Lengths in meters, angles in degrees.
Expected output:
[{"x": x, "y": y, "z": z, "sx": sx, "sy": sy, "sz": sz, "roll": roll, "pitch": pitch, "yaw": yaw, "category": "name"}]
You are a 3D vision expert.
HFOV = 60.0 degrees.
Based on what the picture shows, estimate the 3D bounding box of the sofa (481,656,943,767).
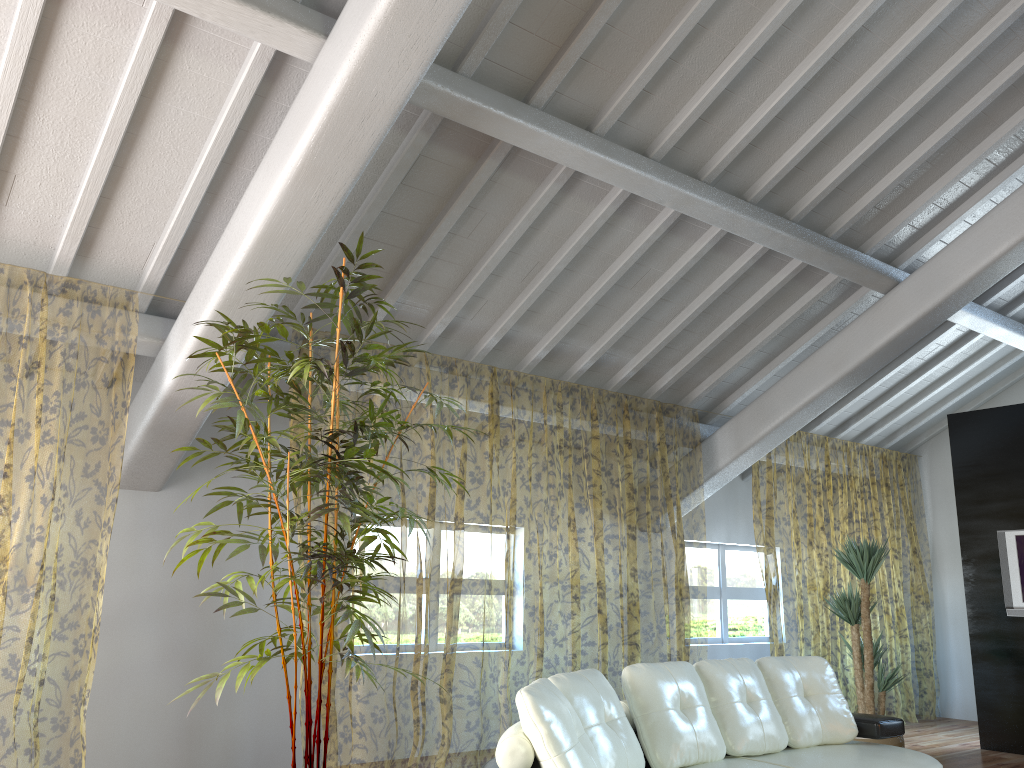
[{"x": 0.826, "y": 1.541, "z": 3.493, "sx": 1.359, "sy": 0.805, "sz": 3.047, "roll": -7, "pitch": -16, "yaw": 31, "category": "sofa"}]

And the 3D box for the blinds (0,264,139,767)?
[{"x": -3.291, "y": 0.503, "z": 3.227, "sx": 3.505, "sy": 2.546, "sz": 0.306, "roll": 11, "pitch": -17, "yaw": -36, "category": "blinds"}]

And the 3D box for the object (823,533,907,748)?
[{"x": 2.513, "y": 1.875, "z": 6.357, "sx": 0.564, "sy": 1.586, "sz": 0.588, "roll": 2, "pitch": -14, "yaw": -4, "category": "object"}]

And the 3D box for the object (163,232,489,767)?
[{"x": -0.767, "y": 0.690, "z": 3.675, "sx": 1.399, "sy": 2.473, "sz": 1.177, "roll": 4, "pitch": -14, "yaw": -12, "category": "object"}]

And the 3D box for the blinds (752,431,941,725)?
[{"x": 3.068, "y": 1.767, "z": 8.043, "sx": 2.780, "sy": 2.546, "sz": 0.306, "roll": 11, "pitch": -17, "yaw": -36, "category": "blinds"}]

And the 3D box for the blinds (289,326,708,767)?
[{"x": 0.101, "y": 1.177, "z": 5.794, "sx": 3.505, "sy": 2.546, "sz": 0.306, "roll": 11, "pitch": -17, "yaw": -36, "category": "blinds"}]

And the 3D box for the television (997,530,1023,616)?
[{"x": 4.179, "y": 1.334, "z": 6.294, "sx": 0.044, "sy": 0.639, "sz": 1.336, "roll": 11, "pitch": -17, "yaw": -37, "category": "television"}]
